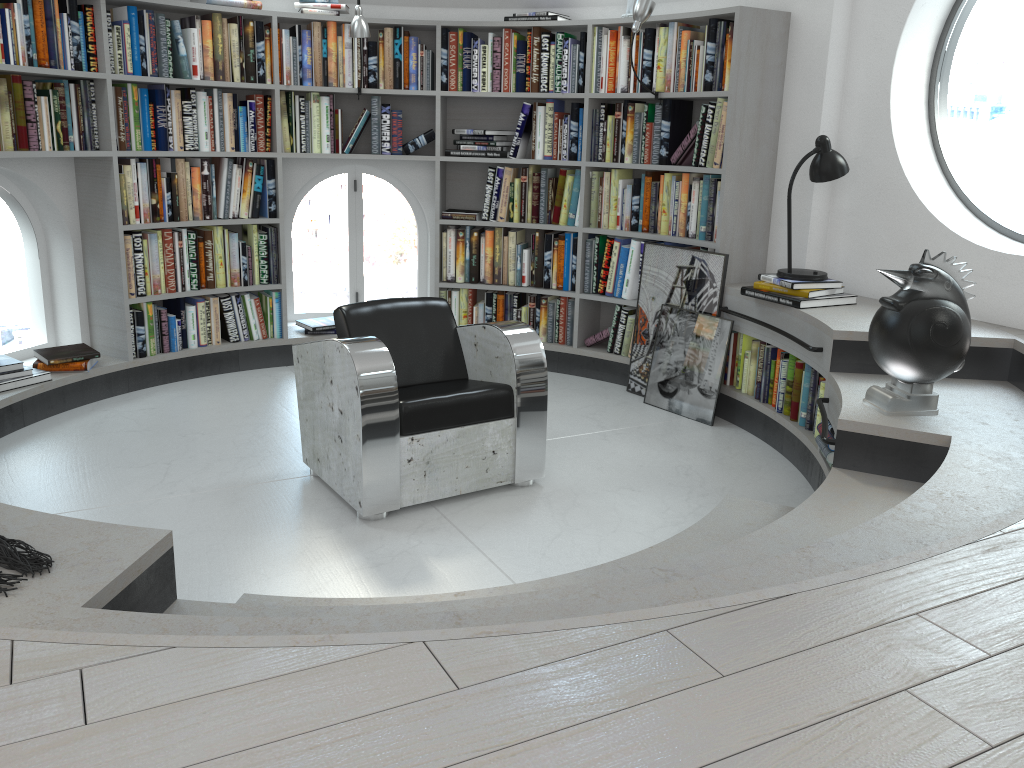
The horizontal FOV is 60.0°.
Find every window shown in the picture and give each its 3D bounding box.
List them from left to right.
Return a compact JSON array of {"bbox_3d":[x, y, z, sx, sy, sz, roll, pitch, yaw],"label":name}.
[{"bbox_3d":[-1.890,-0.759,5.178,3.240,1.143,0.620,-12,20,-41],"label":"window"},{"bbox_3d":[2.380,-1.281,3.629,0.104,1.460,1.479,-6,17,-27],"label":"window"}]

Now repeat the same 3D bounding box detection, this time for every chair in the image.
[{"bbox_3d":[-0.395,0.045,3.707,0.824,0.714,0.745,-8,18,-32],"label":"chair"}]

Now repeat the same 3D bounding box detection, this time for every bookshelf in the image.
[{"bbox_3d":[-1.026,-1.003,4.581,4.338,1.867,2.121,-6,17,-27],"label":"bookshelf"}]

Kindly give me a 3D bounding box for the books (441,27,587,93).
[{"bbox_3d":[0.020,-1.917,5.275,0.970,0.365,0.308,6,15,15],"label":"books"}]

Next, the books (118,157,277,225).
[{"bbox_3d":[-1.807,-1.106,5.026,1.001,0.349,0.298,-13,21,-43],"label":"books"}]

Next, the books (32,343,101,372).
[{"bbox_3d":[-2.321,-0.130,4.623,0.318,0.099,0.293,-6,17,-25],"label":"books"}]

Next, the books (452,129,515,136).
[{"bbox_3d":[-0.175,-1.552,5.470,0.287,0.031,0.270,15,21,40],"label":"books"}]

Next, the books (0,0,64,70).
[{"bbox_3d":[-2.378,-1.619,3.965,0.269,0.370,0.798,6,16,15],"label":"books"}]

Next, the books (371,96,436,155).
[{"bbox_3d":[-0.658,-1.574,5.423,0.399,0.338,0.226,0,15,-8],"label":"books"}]

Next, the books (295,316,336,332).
[{"bbox_3d":[-1.203,-0.383,5.649,0.269,0.029,0.254,-10,19,-36],"label":"books"}]

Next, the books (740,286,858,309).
[{"bbox_3d":[1.361,-0.422,4.223,0.366,0.042,0.390,-7,18,-27],"label":"books"}]

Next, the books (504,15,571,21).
[{"bbox_3d":[0.172,-2.138,5.239,0.336,0.036,0.318,9,17,24],"label":"books"}]

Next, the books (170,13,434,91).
[{"bbox_3d":[-1.202,-1.920,5.161,1.567,0.364,0.396,-5,16,-22],"label":"books"}]

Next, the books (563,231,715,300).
[{"bbox_3d":[0.799,-0.658,5.105,1.188,0.356,0.305,16,20,41],"label":"books"}]

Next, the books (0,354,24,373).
[{"bbox_3d":[-2.536,-0.090,4.313,0.227,0.036,0.214,14,20,37],"label":"books"}]

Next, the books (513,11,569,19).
[{"bbox_3d":[0.173,-2.165,5.232,0.248,0.027,0.234,12,19,33],"label":"books"}]

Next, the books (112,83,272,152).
[{"bbox_3d":[-1.824,-1.481,4.964,1.031,0.356,0.302,-12,20,-41],"label":"books"}]

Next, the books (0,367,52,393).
[{"bbox_3d":[-2.538,-0.027,4.328,0.389,0.042,0.367,10,18,27],"label":"books"}]

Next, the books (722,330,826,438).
[{"bbox_3d":[1.333,-0.024,4.237,0.272,0.296,1.155,-2,16,-13],"label":"books"}]

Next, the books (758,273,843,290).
[{"bbox_3d":[1.363,-0.489,4.206,0.269,0.031,0.288,-3,16,-17],"label":"books"}]

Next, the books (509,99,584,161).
[{"bbox_3d":[0.267,-1.522,5.316,0.553,0.348,0.257,7,15,18],"label":"books"}]

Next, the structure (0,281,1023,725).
[{"bbox_3d":[-0.407,0.084,3.586,4.713,0.688,4.740,6,16,16],"label":"structure"}]

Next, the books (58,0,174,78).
[{"bbox_3d":[-2.089,-1.768,4.569,0.265,0.343,0.685,13,19,37],"label":"books"}]

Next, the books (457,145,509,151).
[{"bbox_3d":[-0.177,-1.462,5.493,0.286,0.031,0.271,4,16,7],"label":"books"}]

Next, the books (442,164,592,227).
[{"bbox_3d":[0.060,-1.167,5.432,0.974,0.350,0.253,6,15,14],"label":"books"}]

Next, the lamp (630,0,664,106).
[{"bbox_3d":[0.730,-1.731,4.630,0.276,0.521,0.113,-9,18,-36],"label":"lamp"}]

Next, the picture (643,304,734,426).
[{"bbox_3d":[0.923,-0.108,4.685,0.107,0.551,0.492,-9,18,-36],"label":"picture"}]

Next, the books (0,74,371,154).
[{"bbox_3d":[-1.846,-1.401,4.700,0.593,0.368,2.538,15,20,41],"label":"books"}]

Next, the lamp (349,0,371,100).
[{"bbox_3d":[-0.885,-1.908,5.023,0.113,0.562,0.360,-4,16,-21],"label":"lamp"}]

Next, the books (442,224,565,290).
[{"bbox_3d":[-0.030,-0.810,5.555,0.872,0.348,0.274,5,15,13],"label":"books"}]

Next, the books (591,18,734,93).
[{"bbox_3d":[0.873,-1.757,4.797,1.018,0.360,0.293,16,21,42],"label":"books"}]

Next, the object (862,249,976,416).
[{"bbox_3d":[1.405,-0.183,3.056,0.321,0.558,0.321,12,17,34],"label":"object"}]

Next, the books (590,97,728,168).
[{"bbox_3d":[0.869,-1.384,4.881,0.280,0.355,1.057,-11,20,-41],"label":"books"}]

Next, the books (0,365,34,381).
[{"bbox_3d":[-2.537,-0.060,4.320,0.286,0.031,0.270,14,20,37],"label":"books"}]

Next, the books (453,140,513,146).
[{"bbox_3d":[-0.176,-1.491,5.486,0.286,0.031,0.271,8,17,21],"label":"books"}]

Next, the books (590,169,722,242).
[{"bbox_3d":[0.868,-1.013,4.974,0.276,0.345,1.025,-12,20,-41],"label":"books"}]

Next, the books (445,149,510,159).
[{"bbox_3d":[-0.178,-1.430,5.501,0.388,0.042,0.368,5,16,11],"label":"books"}]

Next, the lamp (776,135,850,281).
[{"bbox_3d":[1.407,-0.822,4.134,0.322,0.655,0.235,-2,15,-12],"label":"lamp"}]

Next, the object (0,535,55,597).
[{"bbox_3d":[-1.173,0.356,1.837,0.473,0.081,0.219,9,17,24],"label":"object"}]

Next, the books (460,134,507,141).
[{"bbox_3d":[-0.175,-1.521,5.478,0.227,0.036,0.215,8,17,21],"label":"books"}]

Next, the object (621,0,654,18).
[{"bbox_3d":[0.699,-2.235,4.837,0.179,0.469,0.180,-3,15,-18],"label":"object"}]

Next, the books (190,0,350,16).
[{"bbox_3d":[-1.948,-1.994,4.247,0.749,0.172,2.828,11,18,31],"label":"books"}]

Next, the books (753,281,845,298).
[{"bbox_3d":[1.362,-0.458,4.214,0.287,0.034,0.306,-10,20,-36],"label":"books"}]

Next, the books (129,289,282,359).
[{"bbox_3d":[-1.829,-0.383,5.204,1.022,0.304,0.289,-13,20,-42],"label":"books"}]

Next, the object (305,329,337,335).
[{"bbox_3d":[-1.203,-0.354,5.657,0.226,0.036,0.215,-1,16,-11],"label":"object"}]

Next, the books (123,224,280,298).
[{"bbox_3d":[-1.809,-0.737,5.130,1.035,0.355,0.294,-12,20,-41],"label":"books"}]

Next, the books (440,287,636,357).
[{"bbox_3d":[0.215,-0.416,5.520,1.499,0.309,0.361,8,16,23],"label":"books"}]

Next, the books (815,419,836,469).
[{"bbox_3d":[1.300,0.297,3.333,0.240,0.167,0.669,5,16,12],"label":"books"}]

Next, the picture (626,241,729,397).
[{"bbox_3d":[0.884,-0.311,4.819,0.090,0.857,0.581,-9,18,-37],"label":"picture"}]
